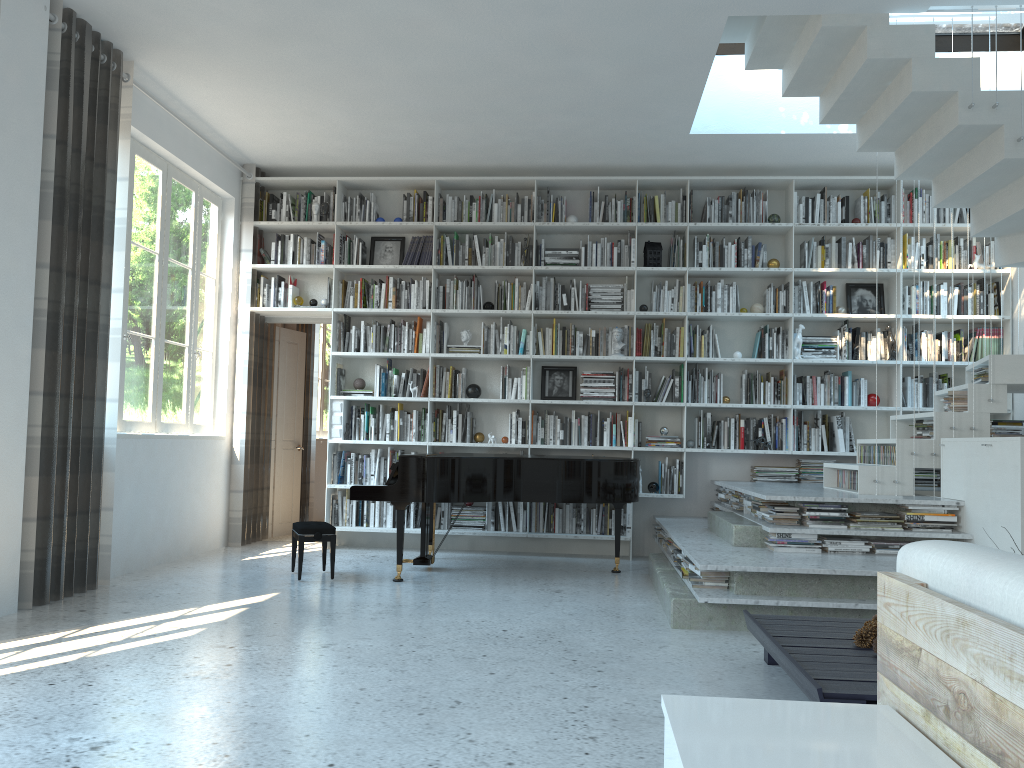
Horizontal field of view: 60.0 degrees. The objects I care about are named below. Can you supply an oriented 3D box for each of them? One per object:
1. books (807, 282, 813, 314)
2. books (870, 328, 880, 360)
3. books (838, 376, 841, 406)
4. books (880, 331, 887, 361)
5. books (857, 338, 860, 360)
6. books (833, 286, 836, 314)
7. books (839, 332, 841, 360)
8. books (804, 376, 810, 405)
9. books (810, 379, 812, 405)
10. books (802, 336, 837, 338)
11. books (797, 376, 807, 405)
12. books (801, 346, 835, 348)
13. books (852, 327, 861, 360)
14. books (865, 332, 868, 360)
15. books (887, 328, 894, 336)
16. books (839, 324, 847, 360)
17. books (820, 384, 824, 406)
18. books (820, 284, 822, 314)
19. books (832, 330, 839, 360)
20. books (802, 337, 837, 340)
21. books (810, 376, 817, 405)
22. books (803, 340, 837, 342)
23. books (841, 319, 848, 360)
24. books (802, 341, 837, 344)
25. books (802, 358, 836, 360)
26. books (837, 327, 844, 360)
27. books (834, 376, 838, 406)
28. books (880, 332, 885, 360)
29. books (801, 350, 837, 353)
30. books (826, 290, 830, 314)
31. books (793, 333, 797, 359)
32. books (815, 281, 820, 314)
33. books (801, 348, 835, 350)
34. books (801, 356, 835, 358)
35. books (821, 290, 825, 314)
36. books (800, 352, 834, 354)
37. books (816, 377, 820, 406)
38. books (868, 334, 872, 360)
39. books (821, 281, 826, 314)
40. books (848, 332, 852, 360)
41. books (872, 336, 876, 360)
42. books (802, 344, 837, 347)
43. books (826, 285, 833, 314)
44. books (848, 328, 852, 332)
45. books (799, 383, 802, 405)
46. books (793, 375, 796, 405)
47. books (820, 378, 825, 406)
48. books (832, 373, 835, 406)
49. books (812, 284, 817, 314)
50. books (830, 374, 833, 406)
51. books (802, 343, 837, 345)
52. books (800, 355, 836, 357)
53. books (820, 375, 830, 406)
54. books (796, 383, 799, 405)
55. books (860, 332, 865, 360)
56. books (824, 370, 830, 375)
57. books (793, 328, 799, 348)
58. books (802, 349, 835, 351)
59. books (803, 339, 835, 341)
[{"bbox_3d":[2.456,-0.691,7.324,0.012,0.285,0.159,1,-3,5],"label":"books"},{"bbox_3d":[2.963,-0.308,7.236,0.021,0.271,0.191,1,-3,5],"label":"books"},{"bbox_3d":[2.651,0.064,7.239,0.014,0.249,0.177,1,-3,5],"label":"books"},{"bbox_3d":[3.028,-0.298,7.247,0.024,0.254,0.145,1,-3,5],"label":"books"},{"bbox_3d":[2.835,-0.312,7.282,0.010,0.278,0.129,1,-3,5],"label":"books"},{"bbox_3d":[2.628,-0.668,7.286,0.026,0.243,0.178,1,-3,5],"label":"books"},{"bbox_3d":[2.674,-0.299,7.291,0.023,0.247,0.138,1,-3,5],"label":"books"},{"bbox_3d":[2.413,0.062,7.278,0.024,0.247,0.143,1,-3,5],"label":"books"},{"bbox_3d":[2.429,0.073,7.264,0.011,0.223,0.163,1,-3,5],"label":"books"},{"bbox_3d":[2.506,-0.379,7.297,0.285,0.012,0.159,1,-4,7],"label":"books"},{"bbox_3d":[2.377,0.062,7.270,0.047,0.244,0.177,1,-3,5],"label":"books"},{"bbox_3d":[2.503,-0.296,7.286,0.254,0.012,0.161,1,-4,10],"label":"books"},{"bbox_3d":[2.798,-0.316,7.258,0.059,0.281,0.167,1,-3,5],"label":"books"},{"bbox_3d":[2.886,-0.297,7.274,0.031,0.250,0.133,1,-3,5],"label":"books"},{"bbox_3d":[3.106,-0.310,7.256,0.029,0.283,0.138,1,-3,5],"label":"books"},{"bbox_3d":[2.710,-0.327,7.255,0.011,0.300,0.184,1,-3,5],"label":"books"},{"bbox_3d":[2.517,0.095,7.253,0.027,0.181,0.186,1,-3,5],"label":"books"},{"bbox_3d":[2.526,-0.680,7.317,0.020,0.267,0.152,1,-3,5],"label":"books"},{"bbox_3d":[2.656,-0.304,7.275,0.012,0.254,0.161,1,-3,5],"label":"books"},{"bbox_3d":[2.506,-0.367,7.296,0.285,0.012,0.159,1,-4,3],"label":"books"},{"bbox_3d":[2.455,0.062,7.257,0.045,0.246,0.186,1,-3,5],"label":"books"},{"bbox_3d":[2.505,-0.343,7.295,0.285,0.012,0.159,1,-4,7],"label":"books"},{"bbox_3d":[2.721,-0.347,7.254,0.010,0.339,0.180,1,-3,5],"label":"books"},{"bbox_3d":[2.504,-0.332,7.287,0.285,0.012,0.159,1,-4,0],"label":"books"},{"bbox_3d":[2.498,-0.198,7.283,0.285,0.012,0.159,1,-4,9],"label":"books"},{"bbox_3d":[2.700,-0.318,7.282,0.012,0.285,0.159,1,-3,5],"label":"books"},{"bbox_3d":[2.632,0.066,7.260,0.026,0.246,0.166,1,-3,5],"label":"books"},{"bbox_3d":[2.994,-0.291,7.235,0.041,0.239,0.176,1,-3,5],"label":"books"},{"bbox_3d":[2.501,-0.259,7.291,0.285,0.012,0.159,1,-4,3],"label":"books"},{"bbox_3d":[2.578,-0.653,7.300,0.033,0.213,0.153,1,-3,5],"label":"books"},{"bbox_3d":[2.308,-0.296,7.285,0.027,0.221,0.184,1,-3,5],"label":"books"},{"bbox_3d":[2.509,-0.692,7.305,0.012,0.287,0.176,1,-3,5],"label":"books"},{"bbox_3d":[2.502,-0.283,7.296,0.254,0.012,0.161,1,-4,5],"label":"books"},{"bbox_3d":[2.498,-0.211,7.284,0.254,0.012,0.161,1,-4,1],"label":"books"},{"bbox_3d":[2.539,-0.652,7.287,0.013,0.207,0.190,1,-3,5],"label":"books"},{"bbox_3d":[2.499,-0.247,7.290,0.254,0.012,0.161,1,-4,7],"label":"books"},{"bbox_3d":[2.492,0.067,7.269,0.026,0.239,0.177,1,-3,5],"label":"books"},{"bbox_3d":[2.916,-0.289,7.270,0.028,0.235,0.129,1,-3,5],"label":"books"},{"bbox_3d":[2.555,-0.690,7.300,0.014,0.284,0.175,1,-3,5],"label":"books"},{"bbox_3d":[2.740,-0.295,7.258,0.030,0.236,0.179,1,-3,5],"label":"books"},{"bbox_3d":[2.942,-0.278,7.260,0.025,0.213,0.155,1,-3,5],"label":"books"},{"bbox_3d":[2.504,-0.307,7.291,0.285,0.012,0.159,1,-4,2],"label":"books"},{"bbox_3d":[2.605,-0.673,7.298,0.021,0.253,0.167,1,-3,5],"label":"books"},{"bbox_3d":[2.763,-0.315,7.274,0.013,0.280,0.131,1,-3,5],"label":"books"},{"bbox_3d":[2.350,0.091,7.274,0.022,0.184,0.162,1,-3,5],"label":"books"},{"bbox_3d":[2.312,0.057,7.293,0.012,0.254,0.161,1,-3,5],"label":"books"},{"bbox_3d":[2.538,0.072,7.263,0.012,0.229,0.179,1,-3,5],"label":"books"},{"bbox_3d":[2.613,0.053,7.259,0.011,0.272,0.152,1,-3,5],"label":"books"},{"bbox_3d":[2.484,-0.681,7.331,0.043,0.268,0.131,1,-3,5],"label":"books"},{"bbox_3d":[2.589,0.056,7.241,0.012,0.262,0.186,1,-3,5],"label":"books"},{"bbox_3d":[2.504,-0.319,7.294,0.285,0.012,0.159,1,-4,7],"label":"books"},{"bbox_3d":[2.498,-0.223,7.282,0.285,0.012,0.159,1,-4,10],"label":"books"},{"bbox_3d":[2.556,0.058,7.239,0.028,0.255,0.191,1,-3,5],"label":"books"},{"bbox_3d":[2.328,0.090,7.278,0.023,0.186,0.159,1,-3,5],"label":"books"},{"bbox_3d":[2.854,-0.295,7.259,0.031,0.242,0.147,1,-3,5],"label":"books"},{"bbox_3d":[2.579,0.038,7.260,0.013,0.299,0.147,1,-3,5],"label":"books"},{"bbox_3d":[2.338,-0.316,7.314,0.028,0.267,0.138,1,-3,5],"label":"books"},{"bbox_3d":[2.500,-0.271,7.285,0.254,0.012,0.161,1,-4,0],"label":"books"},{"bbox_3d":[2.505,-0.355,7.296,0.254,0.012,0.161,1,-4,7],"label":"books"}]
